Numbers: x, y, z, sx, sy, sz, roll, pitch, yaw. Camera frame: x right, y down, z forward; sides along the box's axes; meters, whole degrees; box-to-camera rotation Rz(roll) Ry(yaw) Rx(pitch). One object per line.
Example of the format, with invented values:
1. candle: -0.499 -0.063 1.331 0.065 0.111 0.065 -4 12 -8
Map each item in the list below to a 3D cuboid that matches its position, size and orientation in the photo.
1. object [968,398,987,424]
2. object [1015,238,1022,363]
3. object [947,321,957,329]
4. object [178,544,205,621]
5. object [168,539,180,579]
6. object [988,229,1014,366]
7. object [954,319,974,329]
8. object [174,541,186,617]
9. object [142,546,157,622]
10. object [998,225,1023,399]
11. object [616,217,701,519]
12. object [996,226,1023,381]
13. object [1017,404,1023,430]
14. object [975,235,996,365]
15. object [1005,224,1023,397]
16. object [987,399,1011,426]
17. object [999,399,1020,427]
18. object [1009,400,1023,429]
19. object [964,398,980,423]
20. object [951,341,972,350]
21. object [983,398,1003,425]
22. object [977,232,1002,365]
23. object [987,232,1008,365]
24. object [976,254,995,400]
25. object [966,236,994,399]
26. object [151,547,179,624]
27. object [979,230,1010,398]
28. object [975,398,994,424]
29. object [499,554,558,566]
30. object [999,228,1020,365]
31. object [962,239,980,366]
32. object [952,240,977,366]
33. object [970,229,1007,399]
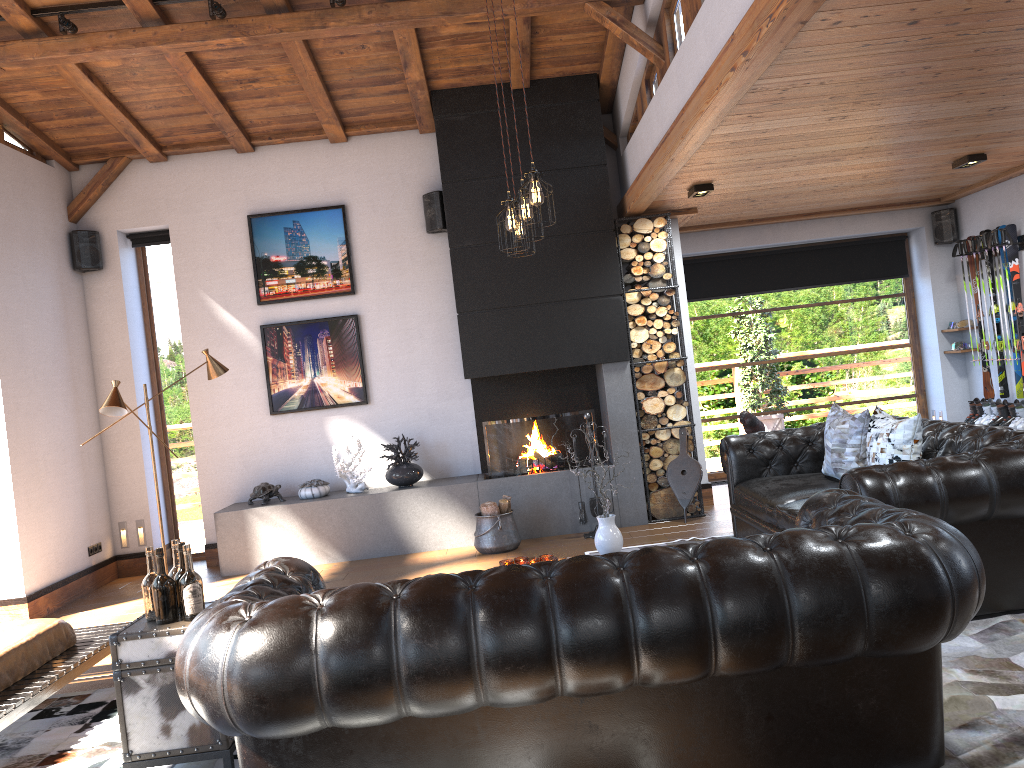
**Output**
1. object: 4.584 0.276 8.682 0.251 0.270 0.117 -7 0 3
2. object: 4.611 -0.634 8.086 0.115 1.606 0.095 -7 0 -1
3. object: 4.625 -0.617 9.234 0.160 0.084 0.189 -7 1 -2
4. object: -1.238 0.760 3.411 0.088 0.286 0.086 -7 0 -24
5. object: -1.343 0.771 3.576 0.087 0.286 0.088 -7 0 9
6. object: 4.437 -0.784 8.061 0.060 1.249 0.119 -7 0 -34
7. object: 4.626 -0.616 9.055 0.190 0.084 0.159 -7 0 -2
8. object: -1.288 0.765 3.496 0.088 0.286 0.087 -7 0 -23
9. object: -1.406 0.779 3.476 0.087 0.286 0.088 -7 0 11
10. object: 4.650 -0.671 8.222 0.111 1.622 0.073 -7 0 -2
11. object: 1.254 -0.134 7.830 0.494 2.612 0.466 -7 0 -1
12. object: 4.660 -0.672 8.297 0.111 1.622 0.073 -7 0 -2
13. object: 4.591 0.284 7.879 0.252 0.270 0.116 -7 0 -7
14. object: 4.512 -0.797 8.496 0.059 1.249 0.120 -7 0 -19
15. object: 4.599 -0.646 7.989 0.115 1.606 0.095 -7 0 -1
16. object: 4.583 0.280 8.309 0.250 0.270 0.117 -7 0 19
17. object: 4.617 0.278 8.175 0.250 0.270 0.117 -7 0 14
18. object: 4.590 0.283 8.006 0.252 0.270 0.116 -7 0 -7
19. object: 4.585 0.275 8.800 0.253 0.270 0.116 -7 0 -11
20. object: 4.650 -0.399 9.152 0.186 0.084 0.356 -6 1 35
21. object: 4.601 0.277 8.438 0.251 0.270 0.117 -7 0 3
22. object: 4.449 -0.787 8.274 0.060 1.249 0.119 -7 0 -44
23. object: 4.514 -0.795 8.262 0.059 1.249 0.120 -7 0 -19
24. object: 4.605 -0.640 8.755 0.115 1.606 0.095 -7 0 -1
25. object: 4.593 -0.652 8.658 0.115 1.606 0.095 -7 0 -1
26. object: -1.341 0.772 3.412 0.086 0.286 0.089 -7 0 39
27. object: 4.628 -0.671 8.519 0.111 1.622 0.073 -7 0 -2
28. object: 4.585 0.277 8.559 0.251 0.270 0.117 -7 0 3
29. object: 0.094 0.944 4.568 0.298 0.081 0.249 -6 1 37
30. object: 4.528 -0.794 8.008 0.060 1.249 0.119 -7 0 -39
31. object: 4.510 -0.799 8.730 0.059 1.249 0.120 -7 0 -19
32. object: 4.437 -0.790 8.691 0.122 1.249 0.058 -7 0 -19
33. object: 4.547 -0.661 8.451 0.255 1.622 0.103 -7 0 -5
